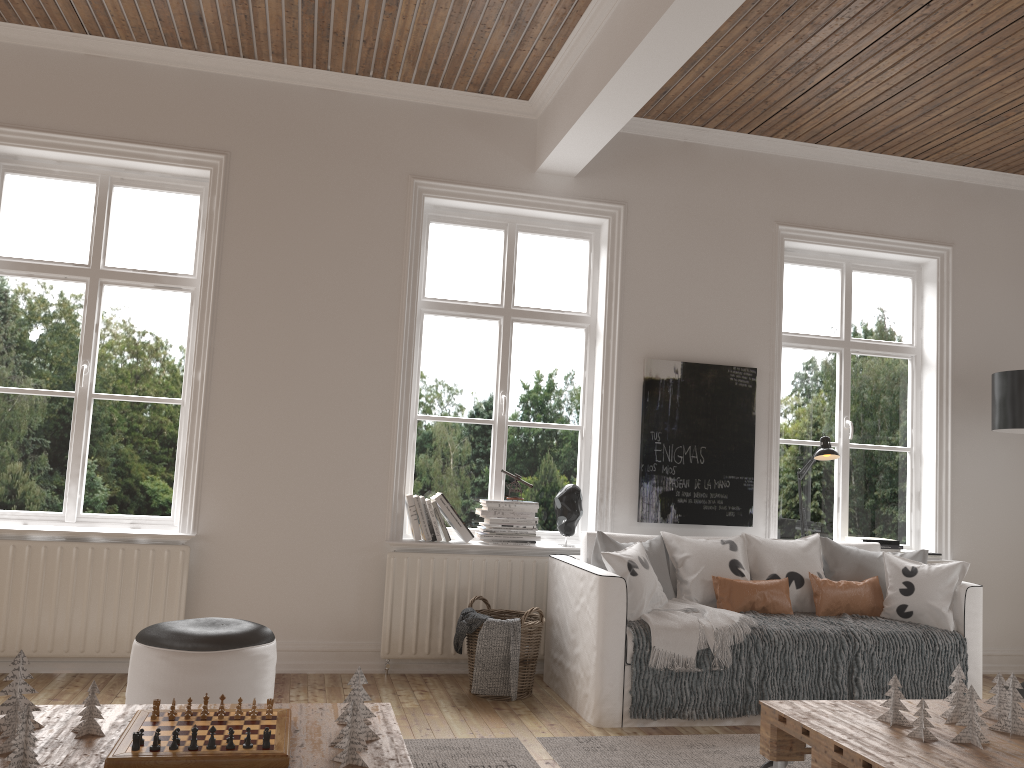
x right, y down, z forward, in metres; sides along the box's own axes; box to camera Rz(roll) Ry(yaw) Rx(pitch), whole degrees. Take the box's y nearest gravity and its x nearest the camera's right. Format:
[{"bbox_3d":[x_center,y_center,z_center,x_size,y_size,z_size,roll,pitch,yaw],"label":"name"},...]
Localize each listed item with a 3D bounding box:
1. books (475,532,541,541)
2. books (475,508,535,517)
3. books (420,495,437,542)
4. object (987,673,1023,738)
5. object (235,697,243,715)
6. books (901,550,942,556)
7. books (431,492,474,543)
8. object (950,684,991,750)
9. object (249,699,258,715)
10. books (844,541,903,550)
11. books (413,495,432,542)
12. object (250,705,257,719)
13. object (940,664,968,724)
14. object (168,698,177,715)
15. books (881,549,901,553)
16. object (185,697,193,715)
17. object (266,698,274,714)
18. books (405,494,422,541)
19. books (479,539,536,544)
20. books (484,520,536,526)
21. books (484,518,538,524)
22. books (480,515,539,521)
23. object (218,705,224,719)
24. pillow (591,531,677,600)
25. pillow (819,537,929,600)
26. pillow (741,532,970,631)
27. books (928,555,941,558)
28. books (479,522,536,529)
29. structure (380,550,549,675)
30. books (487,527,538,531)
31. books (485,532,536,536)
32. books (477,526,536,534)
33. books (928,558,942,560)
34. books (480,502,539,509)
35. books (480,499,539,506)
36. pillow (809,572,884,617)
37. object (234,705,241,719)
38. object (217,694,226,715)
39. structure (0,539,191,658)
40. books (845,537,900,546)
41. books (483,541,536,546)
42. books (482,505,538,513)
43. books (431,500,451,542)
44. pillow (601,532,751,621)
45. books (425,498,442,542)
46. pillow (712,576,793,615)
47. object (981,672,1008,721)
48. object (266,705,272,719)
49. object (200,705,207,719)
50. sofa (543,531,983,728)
[{"bbox_3d":[-0.026,0.824,4.797,0.331,0.025,0.176,4,-6,-13],"label":"books"},{"bbox_3d":[-0.040,0.700,4.819,0.296,0.028,0.180,4,-6,-13],"label":"books"},{"bbox_3d":[-0.453,0.712,4.705,0.104,0.232,0.152,4,-6,-13],"label":"books"},{"bbox_3d":[1.632,1.039,2.886,0.113,0.195,0.107,4,-6,-6],"label":"object"},{"bbox_3d":[-0.775,0.916,2.526,0.022,0.047,0.022,1,-6,19],"label":"object"},{"bbox_3d":[2.411,1.014,5.343,0.251,0.012,0.202,4,-6,-12],"label":"books"},{"bbox_3d":[-0.320,0.711,4.739,0.226,0.255,0.176,4,-6,-13],"label":"books"},{"bbox_3d":[1.424,1.023,2.755,0.097,0.178,0.103,-2,-7,40],"label":"object"},{"bbox_3d":[-0.738,0.920,2.535,0.026,0.044,0.026,0,-6,32],"label":"object"},{"bbox_3d":[2.149,0.961,5.284,0.258,0.023,0.212,4,-6,-13],"label":"books"},{"bbox_3d":[-0.483,0.708,4.696,0.112,0.235,0.172,4,-6,-13],"label":"books"},{"bbox_3d":[-0.724,0.920,2.490,0.017,0.037,0.017,2,-6,6],"label":"object"},{"bbox_3d":[1.514,1.045,3.004,0.112,0.193,0.106,2,-6,15],"label":"object"},{"bbox_3d":[-0.951,0.904,2.487,0.026,0.044,0.026,0,-6,32],"label":"object"},{"bbox_3d":[2.142,0.982,5.271,0.242,0.023,0.191,5,-6,-15],"label":"books"},{"bbox_3d":[-0.908,0.906,2.497,0.022,0.047,0.022,1,-6,19],"label":"object"},{"bbox_3d":[-0.694,0.925,2.544,0.019,0.040,0.019,1,-6,21],"label":"object"},{"bbox_3d":[-0.528,0.703,4.696,0.093,0.239,0.172,4,-6,-13],"label":"books"},{"bbox_3d":[-0.028,0.842,4.784,0.285,0.012,0.159,4,-6,-13],"label":"books"},{"bbox_3d":[-0.013,0.753,4.799,0.254,0.012,0.161,4,-6,-13],"label":"books"},{"bbox_3d":[-0.008,0.740,4.810,0.263,0.017,0.167,4,-6,-13],"label":"books"},{"bbox_3d":[-0.018,0.723,4.823,0.288,0.016,0.182,4,-6,-13],"label":"books"},{"bbox_3d":[-0.810,0.914,2.473,0.017,0.037,0.017,2,-6,6],"label":"object"},{"bbox_3d":[0.585,0.936,4.356,0.541,0.431,0.282,8,-7,-39],"label":"pillow"},{"bbox_3d":[1.868,1.033,4.616,0.546,0.437,0.292,1,-6,20],"label":"pillow"},{"bbox_3d":[1.706,1.003,4.502,1.081,0.450,0.403,2,-6,11],"label":"pillow"},{"bbox_3d":[2.409,1.026,5.335,0.248,0.014,0.187,5,-6,-15],"label":"books"},{"bbox_3d":[-0.026,0.765,4.801,0.285,0.012,0.159,4,-6,-13],"label":"books"},{"bbox_3d":[-0.069,1.308,4.639,1.223,0.829,0.095,4,-6,-13],"label":"structure"},{"bbox_3d":[-0.004,0.778,4.797,0.256,0.013,0.161,4,-6,-13],"label":"books"},{"bbox_3d":[-0.013,0.807,4.801,0.254,0.013,0.161,4,-6,-13],"label":"books"},{"bbox_3d":[-0.033,0.793,4.813,0.288,0.016,0.182,4,-6,-13],"label":"books"},{"bbox_3d":[2.413,1.040,5.333,0.253,0.014,0.187,4,-6,-13],"label":"books"},{"bbox_3d":[-0.016,0.658,4.811,0.288,0.016,0.182,4,-6,-13],"label":"books"},{"bbox_3d":[-0.018,0.641,4.801,0.288,0.016,0.182,4,-6,-13],"label":"books"},{"bbox_3d":[1.682,1.067,4.433,0.414,0.235,0.117,4,-6,-13],"label":"pillow"},{"bbox_3d":[-0.767,0.917,2.481,0.017,0.037,0.017,2,-6,6],"label":"object"},{"bbox_3d":[-0.823,0.908,2.518,0.025,0.055,0.025,1,-6,19],"label":"object"},{"bbox_3d":[-2.181,1.147,4.153,1.223,0.829,0.095,4,-6,-13],"label":"structure"},{"bbox_3d":[2.143,0.935,5.281,0.239,0.028,0.190,4,-6,-11],"label":"books"},{"bbox_3d":[-0.015,0.857,4.791,0.254,0.012,0.161,4,-6,-13],"label":"books"},{"bbox_3d":[-0.015,0.677,4.810,0.273,0.021,0.174,4,-6,-13],"label":"books"},{"bbox_3d":[-0.387,0.727,4.718,0.118,0.213,0.161,4,-6,-13],"label":"books"},{"bbox_3d":[0.790,0.944,4.318,1.020,0.414,0.417,6,-6,-31],"label":"pillow"},{"bbox_3d":[-0.426,0.722,4.715,0.101,0.218,0.161,4,-6,-13],"label":"books"},{"bbox_3d":[1.183,1.056,4.342,0.414,0.220,0.116,4,-6,-12],"label":"pillow"},{"bbox_3d":[1.680,1.073,3.050,0.090,0.164,0.095,4,-6,-6],"label":"object"},{"bbox_3d":[-0.685,0.923,2.501,0.017,0.037,0.017,2,-6,6],"label":"object"},{"bbox_3d":[-0.855,0.910,2.464,0.017,0.037,0.017,2,-6,6],"label":"object"},{"bbox_3d":[1.218,1.174,4.414,1.960,0.776,0.866,4,-6,-13],"label":"sofa"}]
